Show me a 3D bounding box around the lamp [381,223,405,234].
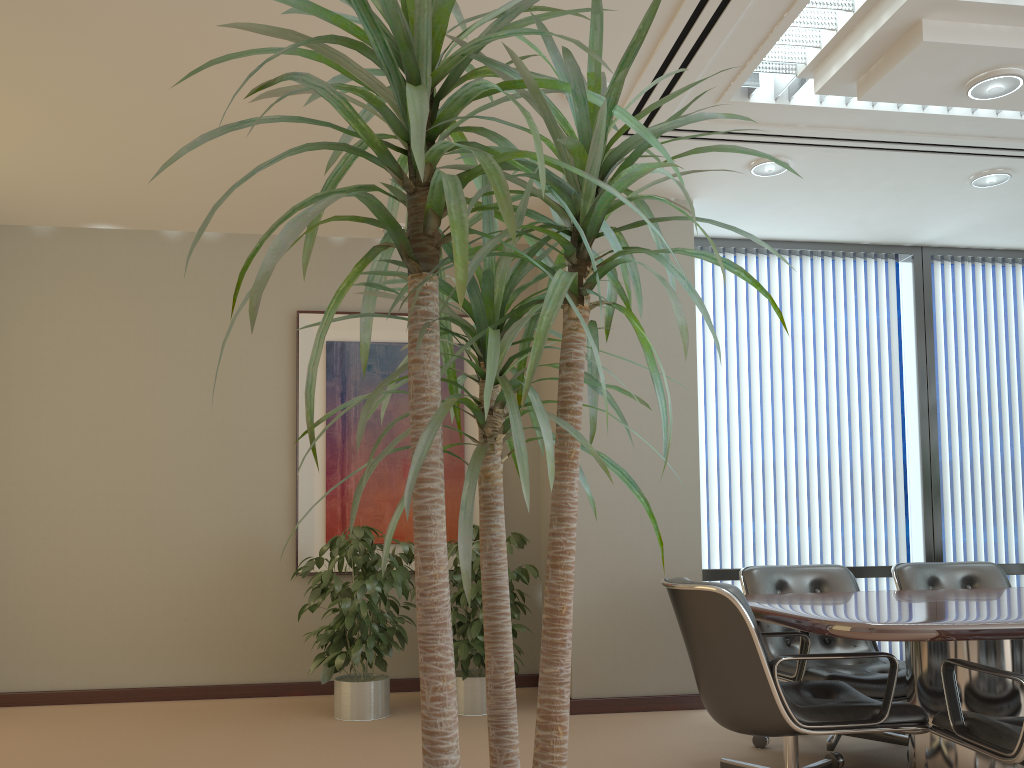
[{"bbox_3d":[-0.746,-1.005,5.799,0.225,0.035,0.228,-1,-9,2],"label":"lamp"}]

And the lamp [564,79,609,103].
[{"bbox_3d":[0.349,-1.318,4.017,0.225,0.035,0.227,-2,-10,9],"label":"lamp"}]

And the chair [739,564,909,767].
[{"bbox_3d":[1.543,1.306,4.218,0.759,0.851,0.861,1,-7,-13],"label":"chair"}]

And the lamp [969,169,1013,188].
[{"bbox_3d":[2.741,-1.171,5.048,0.225,0.035,0.227,-3,-10,16],"label":"lamp"}]

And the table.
[{"bbox_3d":[2.951,1.241,3.607,4.068,0.743,1.524,1,-9,-8],"label":"table"}]

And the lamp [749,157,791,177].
[{"bbox_3d":[1.419,-1.189,4.852,0.225,0.035,0.227,-2,-10,9],"label":"lamp"}]

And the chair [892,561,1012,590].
[{"bbox_3d":[2.378,1.324,4.382,0.759,0.851,0.861,0,-7,-8],"label":"chair"}]

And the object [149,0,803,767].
[{"bbox_3d":[-0.052,0.149,1.283,0.819,1.818,0.811,2,-5,-33],"label":"object"}]

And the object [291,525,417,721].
[{"bbox_3d":[-0.846,1.365,5.102,0.737,1.084,0.804,2,-6,-27],"label":"object"}]

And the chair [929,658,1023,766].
[{"bbox_3d":[1.745,1.038,2.644,0.753,0.851,0.866,0,-7,-5],"label":"chair"}]

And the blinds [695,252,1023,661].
[{"bbox_3d":[3.516,0.546,6.372,4.893,2.888,0.032,1,-4,-8],"label":"blinds"}]

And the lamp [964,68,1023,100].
[{"bbox_3d":[1.975,-1.218,3.605,0.225,0.035,0.227,-2,-10,9],"label":"lamp"}]

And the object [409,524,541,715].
[{"bbox_3d":[-0.228,1.385,5.259,0.737,1.084,0.804,-3,-6,23],"label":"object"}]

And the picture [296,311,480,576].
[{"bbox_3d":[-0.774,0.391,5.882,1.296,1.733,0.058,0,-4,-8],"label":"picture"}]

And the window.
[{"bbox_3d":[5.057,0.347,5.256,7.407,2.887,3.553,-7,-10,37],"label":"window"}]

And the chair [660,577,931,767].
[{"bbox_3d":[1.002,1.155,3.290,0.852,0.852,0.766,0,-6,-8],"label":"chair"}]
